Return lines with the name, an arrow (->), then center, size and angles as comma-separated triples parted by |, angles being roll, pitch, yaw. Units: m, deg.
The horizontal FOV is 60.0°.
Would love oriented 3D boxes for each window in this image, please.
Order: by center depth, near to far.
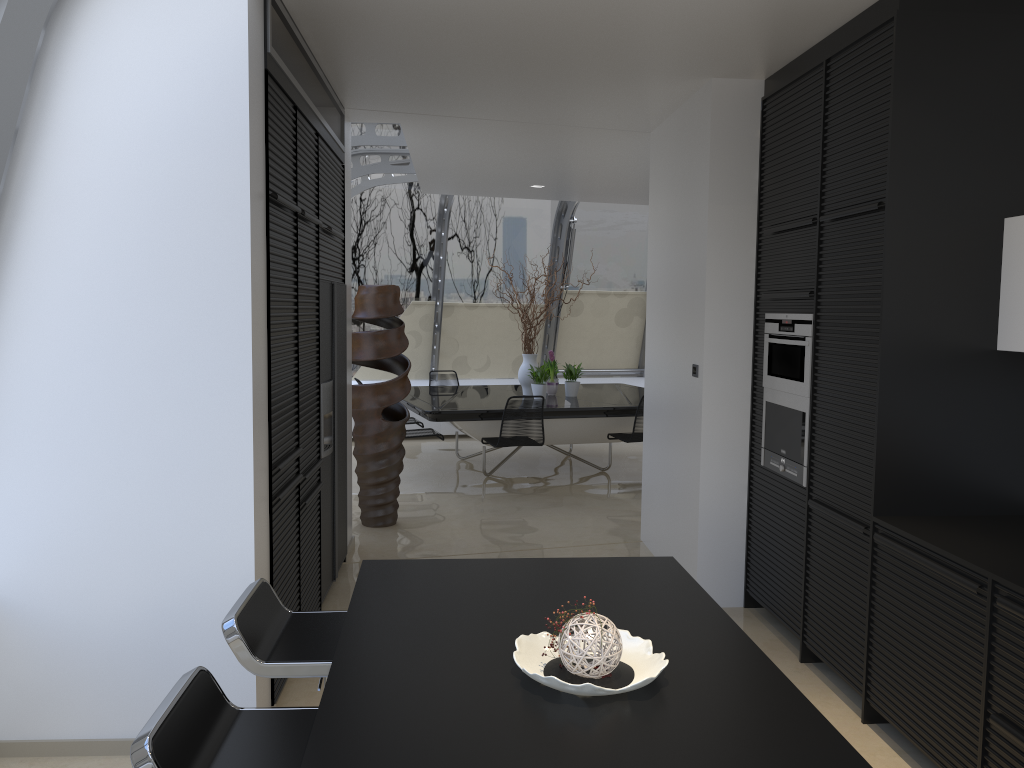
window -> 4.408, -0.200, 5.644 | 16.171, 3.674, 16.693 | 0, 5, -12

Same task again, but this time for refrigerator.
refrigerator -> -1.139, 0.279, 5.198 | 0.234, 1.742, 1.006 | 0, 5, -4

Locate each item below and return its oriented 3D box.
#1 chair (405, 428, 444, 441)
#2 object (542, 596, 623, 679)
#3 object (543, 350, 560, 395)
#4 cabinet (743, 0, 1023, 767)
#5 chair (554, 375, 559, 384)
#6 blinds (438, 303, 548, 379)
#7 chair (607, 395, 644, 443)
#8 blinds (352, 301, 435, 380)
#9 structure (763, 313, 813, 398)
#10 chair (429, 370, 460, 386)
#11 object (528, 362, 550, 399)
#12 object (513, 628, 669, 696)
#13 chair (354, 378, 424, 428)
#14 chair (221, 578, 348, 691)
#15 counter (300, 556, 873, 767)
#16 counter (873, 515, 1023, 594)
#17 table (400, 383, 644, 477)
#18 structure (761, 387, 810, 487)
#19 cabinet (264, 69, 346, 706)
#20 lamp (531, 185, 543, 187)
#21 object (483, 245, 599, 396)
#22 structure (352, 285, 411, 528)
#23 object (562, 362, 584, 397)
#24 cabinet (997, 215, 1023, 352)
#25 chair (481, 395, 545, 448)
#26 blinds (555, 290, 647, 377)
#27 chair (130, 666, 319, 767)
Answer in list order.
chair -> -1.030, 0.274, 8.531 | 0.688, 0.519, 0.446 | -1, 5, -18
object -> 0.168, 0.563, 1.974 | 0.190, 0.191, 0.165 | 3, 5, 23
object -> 0.397, -0.133, 9.548 | 0.238, 0.476, 0.417 | 2, 5, 10
cabinet -> 1.938, 0.033, 2.352 | 0.831, 2.901, 5.157 | 0, 5, -5
chair -> 0.477, 0.103, 10.777 | 0.446, 0.519, 0.688 | -1, 5, -18
blinds -> -0.264, -0.553, 11.742 | 1.430, 1.027, 0.329 | -1, 5, -18
chair -> 1.242, 0.314, 8.389 | 0.446, 0.519, 0.688 | -1, 5, -18
blinds -> -1.959, -0.014, 11.417 | 1.829, 2.118, 0.663 | -1, 5, -18
structure -> 1.363, -0.154, 4.401 | 0.061, 0.388, 0.592 | 0, 5, -4
chair -> -0.738, 0.121, 10.389 | 0.446, 0.519, 0.688 | -1, 5, -18
object -> 0.278, -0.033, 8.940 | 0.284, 0.369, 0.215 | 3, 5, 21
object -> 0.173, 0.625, 1.969 | 0.334, 0.078, 0.329 | -1, 5, -17
chair -> -1.312, 0.196, 9.409 | 0.688, 0.519, 0.446 | -1, 5, -18
chair -> -0.541, 1.013, 2.511 | 0.460, 0.857, 0.418 | 0, 5, -4
counter -> 0.183, 0.732, 0.980 | 1.006, 0.018, 3.800 | 0, 5, -5
counter -> 1.988, 0.697, 1.698 | 0.804, 0.025, 3.738 | 0, 5, -5
table -> 0.296, 0.491, 9.434 | 3.031, 0.759, 2.494 | -1, 5, -18
structure -> 1.362, 0.249, 4.434 | 0.023, 0.420, 0.592 | 0, 5, -4
cabinet -> -1.393, -0.012, 4.556 | 0.831, 2.558, 2.252 | 0, 5, -3
lamp -> 6.334, -1.668, 5.885 | 9.928, 0.004, 9.775 | -1, 5, -17
object -> 0.324, -0.643, 9.156 | 1.135, 1.549, 1.031 | -2, 5, -26
structure -> -1.016, 0.171, 6.758 | 0.493, 1.843, 0.498 | 0, 5, -7
object -> 0.627, -0.056, 9.268 | 0.284, 0.369, 0.215 | 2, 5, 16
cabinet -> 2.242, -0.231, 1.639 | 0.343, 0.515, 3.741 | 0, 5, -5
chair -> 0.026, 0.331, 8.001 | 0.446, 0.519, 0.688 | -1, 5, -18
blinds -> 1.215, -0.665, 12.175 | 1.376, 1.214, 0.387 | -1, 5, -18
chair -> -0.498, 1.068, 1.863 | 0.460, 0.857, 0.418 | 0, 5, -4
